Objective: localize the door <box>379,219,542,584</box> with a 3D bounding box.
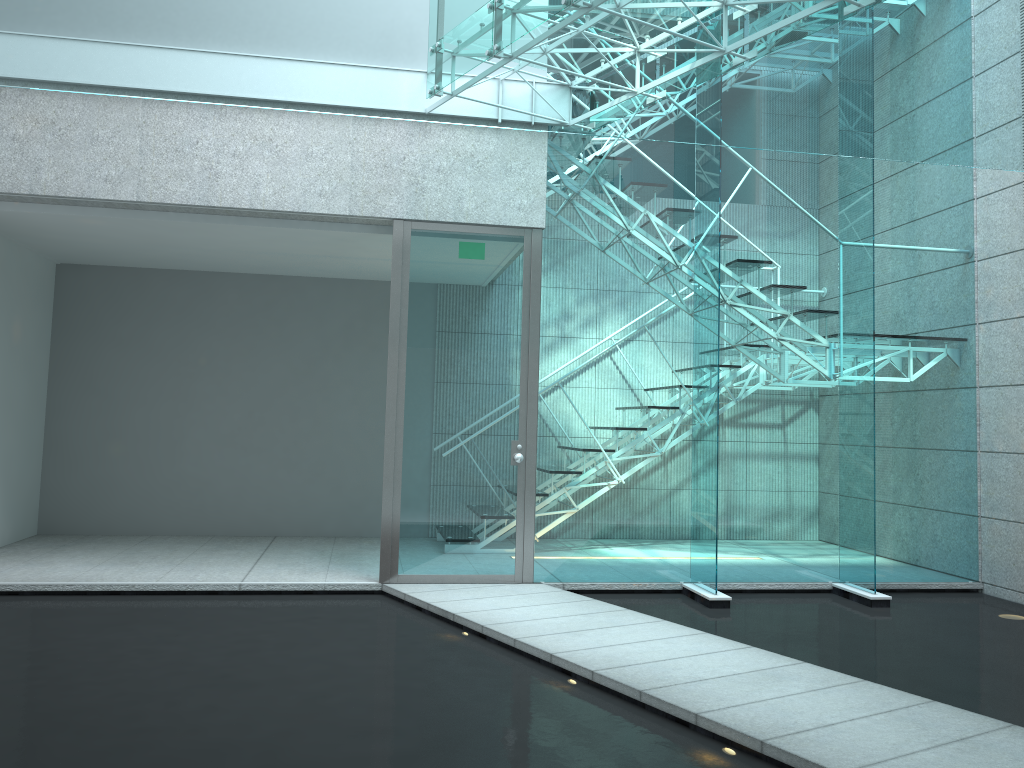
[{"bbox_3d":[-0.277,0.086,5.037,0.865,2.070,0.076,2,-5,-9],"label":"door"}]
